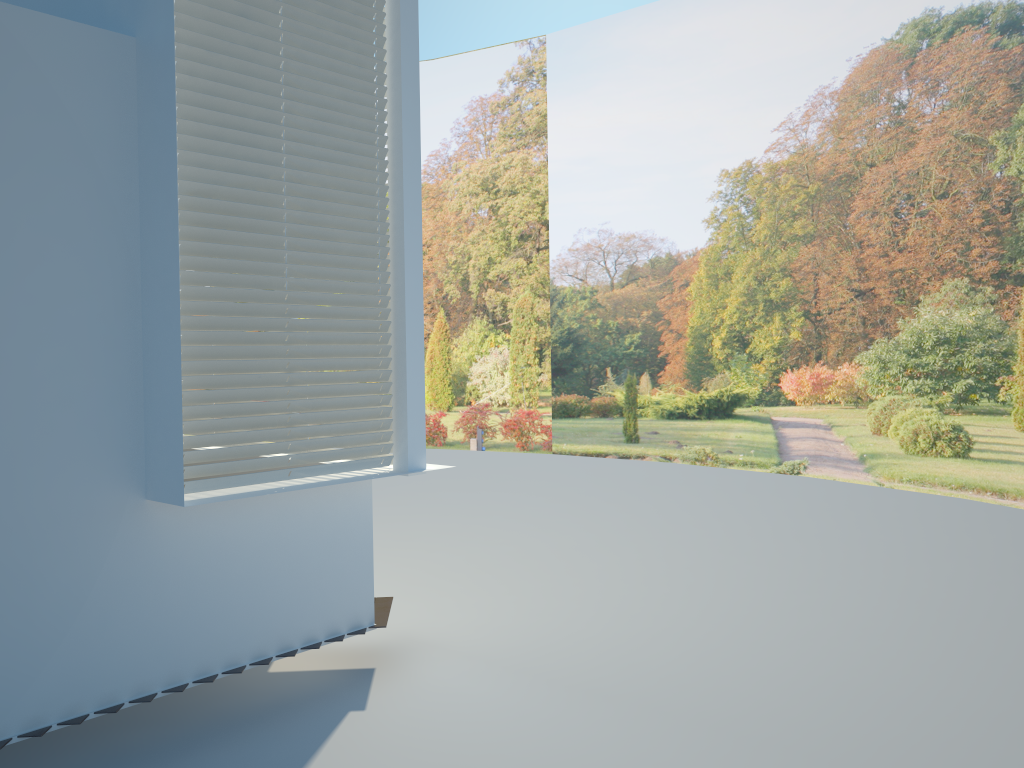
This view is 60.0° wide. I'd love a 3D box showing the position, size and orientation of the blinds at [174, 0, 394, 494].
[{"bbox_3d":[-1.841,-1.731,5.450,1.220,4.264,3.918,-1,1,-30],"label":"blinds"}]
